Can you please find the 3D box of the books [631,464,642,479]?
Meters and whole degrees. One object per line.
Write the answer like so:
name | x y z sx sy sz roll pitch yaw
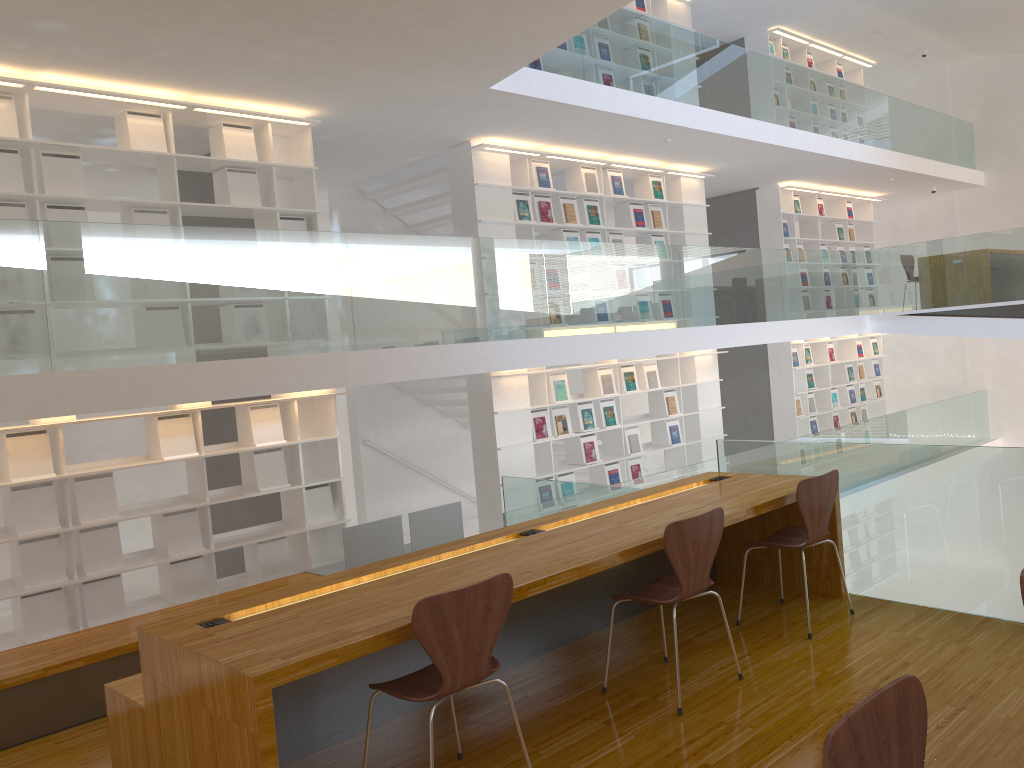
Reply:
books | 1.325 0.962 9.411 0.145 0.210 0.037 -7 3 -44

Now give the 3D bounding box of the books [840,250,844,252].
books | 4.849 -1.852 12.997 0.145 0.210 0.037 -7 3 -44

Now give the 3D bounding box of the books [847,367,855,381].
books | 4.992 -0.143 13.058 0.145 0.210 0.037 -7 3 -44

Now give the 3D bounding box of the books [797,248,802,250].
books | 3.943 -1.754 12.130 0.145 0.210 0.037 -7 3 -44

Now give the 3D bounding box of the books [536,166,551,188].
books | 0.306 -1.992 8.570 0.145 0.210 0.037 -7 3 -44

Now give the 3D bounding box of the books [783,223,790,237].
books | 3.658 -2.050 11.867 0.145 0.210 0.037 -7 3 -44

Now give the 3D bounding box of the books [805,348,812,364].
books | 4.062 -0.386 12.180 0.145 0.210 0.037 -7 3 -44

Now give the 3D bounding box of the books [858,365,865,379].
books | 5.244 -0.173 13.300 0.145 0.210 0.037 -7 3 -44

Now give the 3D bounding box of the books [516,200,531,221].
books | 0.111 -1.633 8.373 0.145 0.210 0.037 -7 3 -44

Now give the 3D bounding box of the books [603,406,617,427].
books | 1.011 0.337 9.135 0.145 0.210 0.037 -7 3 -44

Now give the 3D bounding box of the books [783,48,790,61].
books | 3.722 -4.451 12.044 0.145 0.210 0.037 -7 3 -44

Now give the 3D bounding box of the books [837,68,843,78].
books | 4.869 -4.571 13.148 0.145 0.210 0.037 -7 3 -44

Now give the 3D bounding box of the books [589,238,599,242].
books | 0.852 -1.391 9.069 0.145 0.210 0.037 -7 3 -44

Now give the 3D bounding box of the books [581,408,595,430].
books | 0.764 0.355 8.905 0.145 0.210 0.037 -7 3 -44

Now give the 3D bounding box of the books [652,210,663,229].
books | 1.608 -1.813 9.812 0.145 0.210 0.037 -7 3 -44

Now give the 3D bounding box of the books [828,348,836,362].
books | 4.565 -0.409 12.662 0.145 0.210 0.037 -7 3 -44

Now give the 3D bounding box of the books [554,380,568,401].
books | 0.477 0.068 8.637 0.145 0.210 0.037 -7 3 -44

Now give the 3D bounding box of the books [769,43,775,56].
books | 3.433 -4.421 11.767 0.145 0.210 0.037 -7 3 -44

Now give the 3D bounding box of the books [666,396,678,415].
books | 1.782 0.246 9.881 0.145 0.210 0.037 -7 3 -44

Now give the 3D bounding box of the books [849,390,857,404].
books | 5.023 0.192 13.068 0.145 0.210 0.037 -7 3 -44

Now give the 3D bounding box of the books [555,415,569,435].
books | 0.490 0.410 8.651 0.145 0.210 0.037 -7 3 -44

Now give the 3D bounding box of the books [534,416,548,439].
books | 0.276 0.420 8.433 0.145 0.210 0.037 -7 3 -44

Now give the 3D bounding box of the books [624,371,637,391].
books | 1.254 -0.024 9.385 0.145 0.210 0.037 -7 3 -44

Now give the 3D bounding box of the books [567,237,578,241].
books | 0.622 -1.361 8.843 0.145 0.210 0.037 -7 3 -44

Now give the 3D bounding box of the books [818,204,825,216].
books | 4.391 -2.452 12.591 0.145 0.210 0.037 -7 3 -44

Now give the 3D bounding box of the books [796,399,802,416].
books | 3.851 0.318 11.945 0.145 0.210 0.037 -7 3 -44

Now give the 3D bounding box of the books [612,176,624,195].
books | 1.116 -2.088 9.350 0.145 0.210 0.037 -7 3 -44

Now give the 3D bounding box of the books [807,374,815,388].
books | 4.111 -0.036 12.206 0.145 0.210 0.037 -7 3 -44

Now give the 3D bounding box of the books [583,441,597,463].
books | 0.786 0.688 8.909 0.145 0.210 0.037 -7 3 -44

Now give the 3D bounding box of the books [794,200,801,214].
books | 3.895 -2.410 12.115 0.145 0.210 0.037 -7 3 -44

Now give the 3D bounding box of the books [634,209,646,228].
books | 1.381 -1.789 9.593 0.145 0.210 0.037 -7 3 -44

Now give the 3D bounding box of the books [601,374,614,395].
books | 0.988 0.007 9.129 0.145 0.210 0.037 -7 3 -44

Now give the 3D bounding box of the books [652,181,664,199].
books | 1.619 -2.146 9.834 0.145 0.210 0.037 -7 3 -44

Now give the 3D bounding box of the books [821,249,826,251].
books | 4.445 -1.811 12.613 0.145 0.210 0.037 -7 3 -44

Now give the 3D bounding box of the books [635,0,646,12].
books | 1.409 -4.158 9.731 0.145 0.210 0.037 -7 3 -44

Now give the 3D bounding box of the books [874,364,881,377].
books | 5.633 -0.203 13.670 0.145 0.210 0.037 -7 3 -44

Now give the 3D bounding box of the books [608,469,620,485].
books | 1.061 0.992 9.157 0.145 0.210 0.037 -7 3 -44

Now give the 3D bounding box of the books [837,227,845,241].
books | 4.818 -2.187 12.988 0.145 0.210 0.037 -7 3 -44

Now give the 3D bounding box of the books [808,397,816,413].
books | 4.129 0.296 12.207 0.145 0.210 0.037 -7 3 -44

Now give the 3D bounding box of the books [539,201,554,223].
books | 0.331 -1.663 8.583 0.145 0.210 0.037 -7 3 -44

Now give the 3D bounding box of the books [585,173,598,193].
books | 0.814 -2.051 9.059 0.145 0.210 0.037 -7 3 -44

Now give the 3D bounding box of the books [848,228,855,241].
books | 5.070 -2.216 13.230 0.145 0.210 0.037 -7 3 -44

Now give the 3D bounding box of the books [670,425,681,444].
books | 1.823 0.571 9.902 0.145 0.210 0.037 -7 3 -44

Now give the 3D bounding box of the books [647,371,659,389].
books | 1.535 -0.037 9.654 0.145 0.210 0.037 -7 3 -44

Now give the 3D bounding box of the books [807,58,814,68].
books | 4.217 -4.494 12.520 0.145 0.210 0.037 -7 3 -44

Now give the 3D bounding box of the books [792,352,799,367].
books | 3.811 -0.323 11.932 0.145 0.210 0.037 -7 3 -44

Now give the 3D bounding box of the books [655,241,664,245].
books | 1.650 -1.483 9.832 0.145 0.210 0.037 -7 3 -44

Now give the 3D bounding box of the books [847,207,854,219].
books | 5.043 -2.530 13.219 0.145 0.210 0.037 -7 3 -44

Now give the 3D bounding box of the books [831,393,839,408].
books | 4.619 0.233 12.684 0.145 0.210 0.037 -7 3 -44

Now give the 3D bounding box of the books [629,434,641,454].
books | 1.301 0.642 9.399 0.145 0.210 0.037 -7 3 -44

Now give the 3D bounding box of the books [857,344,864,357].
books | 5.217 -0.487 13.289 0.145 0.210 0.037 -7 3 -44

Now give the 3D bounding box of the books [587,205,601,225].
books | 0.837 -1.721 9.066 0.145 0.210 0.037 -7 3 -44

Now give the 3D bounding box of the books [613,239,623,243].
books | 1.128 -1.417 9.329 0.145 0.210 0.037 -7 3 -44

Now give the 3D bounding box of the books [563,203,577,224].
books | 0.580 -1.691 8.823 0.145 0.210 0.037 -7 3 -44

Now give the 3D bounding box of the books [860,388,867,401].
books | 5.264 0.163 13.300 0.145 0.210 0.037 -7 3 -44
